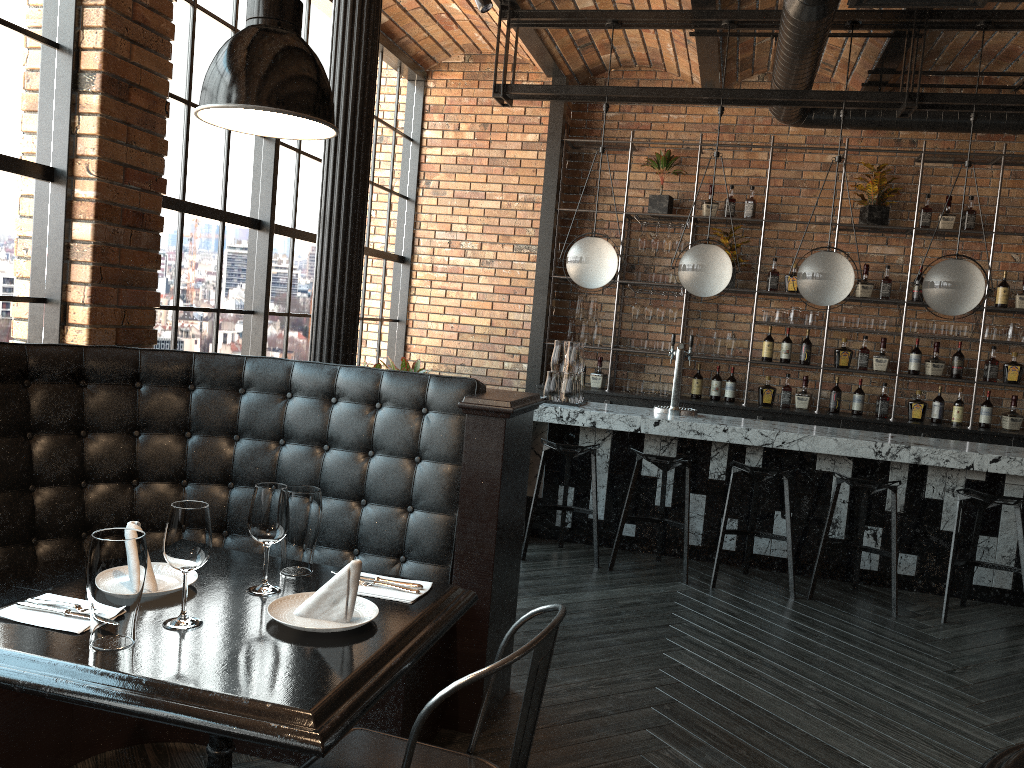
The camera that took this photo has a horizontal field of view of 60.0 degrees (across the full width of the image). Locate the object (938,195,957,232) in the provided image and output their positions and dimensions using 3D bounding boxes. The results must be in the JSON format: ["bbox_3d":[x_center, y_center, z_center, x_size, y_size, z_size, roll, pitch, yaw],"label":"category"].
[{"bbox_3d":[3.415,-1.335,6.956,0.123,0.279,0.123,6,4,17],"label":"object"}]

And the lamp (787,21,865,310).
[{"bbox_3d":[2.002,-1.334,5.456,0.340,1.754,0.340,3,5,-30],"label":"lamp"}]

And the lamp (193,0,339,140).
[{"bbox_3d":[-0.438,-1.359,1.786,0.291,1.653,0.291,2,5,-31],"label":"lamp"}]

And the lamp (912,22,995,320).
[{"bbox_3d":[2.711,-1.261,5.283,0.340,1.754,0.340,3,5,-30],"label":"lamp"}]

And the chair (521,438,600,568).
[{"bbox_3d":[0.329,0.697,5.463,0.475,0.737,0.414,5,4,4],"label":"chair"}]

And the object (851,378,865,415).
[{"bbox_3d":[2.810,0.103,7.184,0.086,0.298,0.086,3,5,-27],"label":"object"}]

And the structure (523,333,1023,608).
[{"bbox_3d":[2.807,0.524,5.983,5.346,1.430,1.930,6,4,14],"label":"structure"}]

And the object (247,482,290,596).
[{"bbox_3d":[-0.556,0.352,2.018,0.092,0.244,0.092,3,4,-26],"label":"object"}]

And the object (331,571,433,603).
[{"bbox_3d":[-0.328,0.477,2.129,0.255,0.019,0.157,6,4,14],"label":"object"}]

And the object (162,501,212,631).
[{"bbox_3d":[-0.651,0.361,1.773,0.092,0.244,0.092,3,4,-26],"label":"object"}]

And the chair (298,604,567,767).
[{"bbox_3d":[-0.215,0.850,1.798,0.558,0.857,0.504,6,4,19],"label":"chair"}]

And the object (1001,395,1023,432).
[{"bbox_3d":[3.896,0.227,6.898,0.123,0.279,0.123,5,4,2],"label":"object"}]

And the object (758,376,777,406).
[{"bbox_3d":[2.113,0.058,7.347,0.151,0.248,0.094,5,4,3],"label":"object"}]

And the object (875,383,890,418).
[{"bbox_3d":[2.985,0.129,7.134,0.083,0.282,0.083,5,4,-1],"label":"object"}]

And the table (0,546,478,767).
[{"bbox_3d":[-0.640,0.854,1.937,0.872,0.758,0.872,6,4,14],"label":"table"}]

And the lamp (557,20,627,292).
[{"bbox_3d":[0.585,-1.479,5.801,0.340,1.754,0.340,3,5,-30],"label":"lamp"}]

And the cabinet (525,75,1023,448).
[{"bbox_3d":[1.856,-0.772,7.330,7.075,3.779,0.564,6,4,14],"label":"cabinet"}]

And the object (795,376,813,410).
[{"bbox_3d":[2.394,0.072,7.264,0.123,0.279,0.123,7,5,27],"label":"object"}]

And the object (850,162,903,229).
[{"bbox_3d":[2.906,-1.514,7.110,0.425,0.526,0.430,6,4,16],"label":"object"}]

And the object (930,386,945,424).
[{"bbox_3d":[3.390,0.163,7.049,0.086,0.298,0.086,3,5,-27],"label":"object"}]

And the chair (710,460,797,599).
[{"bbox_3d":[1.426,0.809,5.196,0.475,0.737,0.414,6,4,9],"label":"chair"}]

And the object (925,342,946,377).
[{"bbox_3d":[3.348,-0.194,7.014,0.123,0.279,0.123,5,4,2],"label":"object"}]

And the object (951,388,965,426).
[{"bbox_3d":[3.527,0.179,7.001,0.080,0.299,0.080,6,4,16],"label":"object"}]

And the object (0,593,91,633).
[{"bbox_3d":[-0.882,0.455,1.776,0.255,0.019,0.157,6,4,14],"label":"object"}]

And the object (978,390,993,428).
[{"bbox_3d":[3.727,0.197,6.961,0.086,0.298,0.086,3,5,-27],"label":"object"}]

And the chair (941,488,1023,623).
[{"bbox_3d":[2.607,0.931,4.909,0.475,0.737,0.414,6,4,9],"label":"chair"}]

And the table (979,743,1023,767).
[{"bbox_3d":[1.093,1.051,1.263,0.866,0.758,0.866,3,4,-23],"label":"table"}]

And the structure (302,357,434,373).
[{"bbox_3d":[-1.183,0.370,5.884,0.757,1.072,4.107,6,4,13],"label":"structure"}]

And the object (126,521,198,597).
[{"bbox_3d":[-0.824,0.390,1.988,0.232,0.139,0.232,5,4,8],"label":"object"}]

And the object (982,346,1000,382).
[{"bbox_3d":[3.750,-0.156,6.930,0.083,0.282,0.083,5,4,-1],"label":"object"}]

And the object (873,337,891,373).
[{"bbox_3d":[2.967,-0.233,7.106,0.123,0.279,0.123,7,5,27],"label":"object"}]

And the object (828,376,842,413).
[{"bbox_3d":[2.628,0.087,7.195,0.086,0.297,0.086,1,5,-42],"label":"object"}]

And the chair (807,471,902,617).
[{"bbox_3d":[1.988,0.867,5.060,0.475,0.737,0.414,7,4,24],"label":"chair"}]

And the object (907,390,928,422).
[{"bbox_3d":[3.235,0.173,7.073,0.151,0.248,0.094,7,4,23],"label":"object"}]

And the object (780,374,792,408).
[{"bbox_3d":[2.263,0.055,7.310,0.083,0.282,0.083,6,4,14],"label":"object"}]

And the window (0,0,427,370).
[{"bbox_3d":[-2.908,-0.708,0.012,0.168,3.253,16.179,6,4,14],"label":"window"}]

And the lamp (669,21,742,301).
[{"bbox_3d":[1.294,-1.407,5.628,0.340,1.754,0.340,3,5,-30],"label":"lamp"}]

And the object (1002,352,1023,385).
[{"bbox_3d":[3.896,-0.123,6.894,0.151,0.248,0.094,7,4,23],"label":"object"}]

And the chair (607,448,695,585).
[{"bbox_3d":[0.882,0.753,5.329,0.475,0.737,0.414,6,4,19],"label":"chair"}]

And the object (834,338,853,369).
[{"bbox_3d":[2.686,-0.248,7.189,0.151,0.248,0.094,5,4,3],"label":"object"}]

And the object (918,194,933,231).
[{"bbox_3d":[3.264,-1.353,6.991,0.083,0.282,0.083,6,4,14],"label":"object"}]

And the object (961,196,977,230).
[{"bbox_3d":[3.567,-1.322,6.917,0.083,0.282,0.083,5,4,-1],"label":"object"}]

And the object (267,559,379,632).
[{"bbox_3d":[-0.396,0.434,1.878,0.232,0.139,0.232,6,4,11],"label":"object"}]
